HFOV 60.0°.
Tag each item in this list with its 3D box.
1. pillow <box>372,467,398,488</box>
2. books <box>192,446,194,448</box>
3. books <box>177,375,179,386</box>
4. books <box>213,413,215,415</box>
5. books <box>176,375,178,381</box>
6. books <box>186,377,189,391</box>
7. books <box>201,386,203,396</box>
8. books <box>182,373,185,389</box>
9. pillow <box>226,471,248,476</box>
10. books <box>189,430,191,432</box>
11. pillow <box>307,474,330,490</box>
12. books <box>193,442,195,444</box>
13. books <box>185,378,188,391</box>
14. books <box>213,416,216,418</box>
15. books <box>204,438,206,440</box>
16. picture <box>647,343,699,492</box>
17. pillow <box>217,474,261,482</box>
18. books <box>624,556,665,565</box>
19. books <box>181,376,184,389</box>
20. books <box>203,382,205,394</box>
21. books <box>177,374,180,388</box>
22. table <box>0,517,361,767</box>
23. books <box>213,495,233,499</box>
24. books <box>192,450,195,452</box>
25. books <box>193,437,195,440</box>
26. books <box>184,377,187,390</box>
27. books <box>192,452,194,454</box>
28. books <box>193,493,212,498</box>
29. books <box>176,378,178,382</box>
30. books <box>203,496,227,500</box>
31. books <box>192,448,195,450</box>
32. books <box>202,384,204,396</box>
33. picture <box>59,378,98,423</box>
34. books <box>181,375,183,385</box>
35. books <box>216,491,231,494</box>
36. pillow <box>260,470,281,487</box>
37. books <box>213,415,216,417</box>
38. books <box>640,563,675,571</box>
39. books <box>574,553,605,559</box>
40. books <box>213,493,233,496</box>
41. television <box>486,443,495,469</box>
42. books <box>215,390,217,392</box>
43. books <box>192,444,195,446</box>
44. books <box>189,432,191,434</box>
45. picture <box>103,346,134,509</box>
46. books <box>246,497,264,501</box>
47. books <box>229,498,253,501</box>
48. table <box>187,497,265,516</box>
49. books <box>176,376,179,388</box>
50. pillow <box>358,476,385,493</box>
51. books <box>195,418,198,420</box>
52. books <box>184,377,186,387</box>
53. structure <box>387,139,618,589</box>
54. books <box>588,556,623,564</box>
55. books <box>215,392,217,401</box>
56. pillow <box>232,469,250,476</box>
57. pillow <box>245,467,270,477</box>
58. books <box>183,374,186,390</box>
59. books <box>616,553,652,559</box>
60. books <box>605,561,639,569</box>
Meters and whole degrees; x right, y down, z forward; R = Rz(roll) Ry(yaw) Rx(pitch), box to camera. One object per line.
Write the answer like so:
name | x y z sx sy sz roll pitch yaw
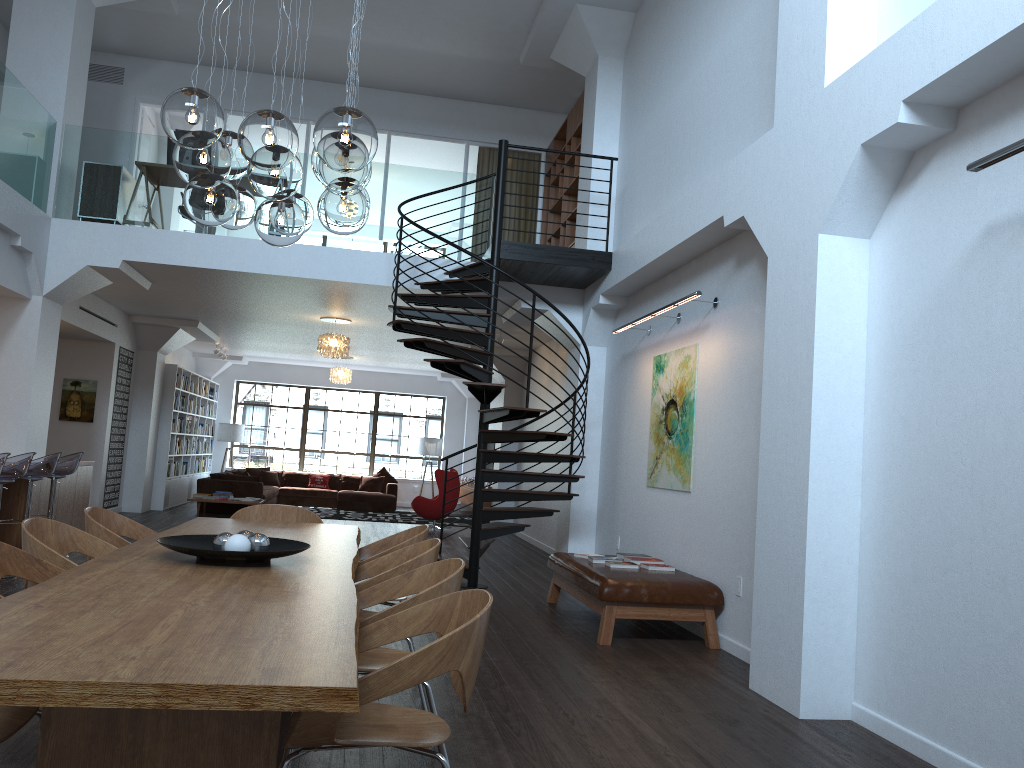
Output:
pillow | -2.787 2.048 18.891 0.651 0.587 0.335 7 -6 -30
books | -6.177 1.191 16.896 0.231 0.044 0.168 5 -5 -14
books | -5.728 -0.044 14.989 0.161 0.222 0.084 5 -5 -9
books | -6.459 0.633 18.838 0.254 0.032 0.174 2 -5 25
books | -5.698 -0.054 14.802 0.182 0.215 0.188 5 -5 -9
books | -5.866 0.000 15.789 0.182 0.255 0.077 5 -5 -9
books | -6.128 0.135 17.320 0.144 0.207 0.048 5 -5 -9
books | -5.812 -0.044 15.440 0.176 0.293 0.125 5 -5 -9
pillow | -4.723 1.696 15.391 0.559 0.411 0.269 0 -6 36
books | -6.069 0.865 16.466 0.160 0.039 0.251 4 -5 -4
pillow | -4.054 2.057 18.625 0.465 0.308 0.220 5 -5 -13
books | -6.169 1.116 16.901 0.223 0.032 0.161 5 -5 -9
books | -5.848 -0.002 15.688 0.174 0.243 0.085 5 -5 -9
books | -6.466 0.700 18.837 0.284 0.035 0.197 2 -5 20
books | -6.343 1.114 18.009 0.224 0.030 0.161 4 -5 1
picture | 1.373 0.303 7.654 0.010 1.200 1.095 5 -5 -9
pillow | -4.643 1.721 15.132 0.750 0.364 0.289 5 -5 -10
books | 1.074 1.444 7.222 0.283 0.043 0.197 5 -5 -10
books | -5.793 -0.026 15.353 0.174 0.242 0.105 5 -5 -9
books | -6.170 0.105 17.491 0.176 0.290 0.053 5 -5 -9
books | -5.746 -0.054 15.062 0.170 0.251 0.118 5 -5 -9
table | -1.139 1.075 3.523 1.012 0.750 3.803 5 -5 -9
books | -4.751 1.856 14.589 0.312 0.037 0.216 6 -5 -19
books | -6.190 1.270 16.877 0.251 0.037 0.160 4 -5 -4
books | -6.150 1.031 16.897 0.185 0.041 0.129 3 -5 5
books | -5.829 -0.011 15.604 0.182 0.253 0.098 5 -5 -9
books | -6.190 1.307 16.871 0.246 0.038 0.171 5 -5 -9
books | -5.052 1.822 14.479 0.241 0.045 0.334 5 -5 -8
books | -5.722 -0.045 14.889 0.167 0.210 0.162 5 -5 -9
books | -4.752 1.822 14.182 0.236 0.035 0.340 3 -5 15
books | -6.196 1.233 16.903 0.259 0.040 0.180 5 -5 -9
books | -6.155 0.121 17.408 0.171 0.246 0.057 5 -5 -9
picture | -6.163 0.234 12.602 0.450 0.600 0.030 5 -5 -9
books | -5.787 -0.034 15.300 0.170 0.251 0.118 5 -5 -9
books | -4.746 1.789 14.597 0.224 0.027 0.157 4 -5 -4
pillow | -5.022 1.949 18.322 0.489 0.337 0.238 8 -6 -40
books | -6.464 0.666 18.839 0.284 0.033 0.197 3 -5 6
books | 1.133 1.425 6.897 0.224 0.036 0.161 5 -5 -15
books | 0.646 1.440 7.432 0.161 0.031 0.223 7 -6 -31
books | -4.753 1.820 14.595 0.279 0.035 0.191 4 -5 1
television | -0.454 1.367 17.705 0.013 0.816 1.324 5 -5 -10
books | -6.427 0.251 19.064 0.140 0.231 0.042 5 -5 -9
books | -6.177 1.150 16.891 0.253 0.040 0.183 5 -5 -9
books | -6.069 0.904 16.465 0.171 0.039 0.246 5 -5 -9
picture | -5.882 0.659 13.281 0.021 2.380 0.800 5 -5 -9
books | -4.261 1.890 14.602 0.256 0.035 0.350 3 -5 16
books | -4.355 1.852 14.239 0.342 0.040 0.231 1 -6 30
table | -4.604 1.998 14.320 1.100 0.271 0.853 5 -5 -9
books | -5.724 -0.045 14.954 0.161 0.218 0.101 5 -5 -9
pillow | -2.967 2.101 18.688 0.542 0.362 0.248 3 -5 11
books | -6.111 0.657 16.841 0.224 0.030 0.161 4 -5 1
books | -5.826 -0.012 15.571 0.159 0.248 0.089 5 -5 -9
structure | -0.229 -0.243 8.601 1.998 4.352 1.998 0 -6 41
books | 0.750 1.415 7.127 0.247 0.040 0.185 4 -5 -6
books | -6.417 0.268 19.024 0.139 0.191 0.036 5 -5 -9
pillow | -5.072 1.812 16.776 0.325 0.391 0.625 3 -5 7
pillow | -5.225 1.923 18.388 0.580 0.418 0.334 7 -6 -36
books | -5.827 -0.039 15.501 0.197 0.290 0.136 5 -5 -9
books | 1.039 1.470 7.539 0.254 0.044 0.183 5 -5 -15
books | 0.851 1.402 6.876 0.224 0.032 0.161 5 -5 -9
